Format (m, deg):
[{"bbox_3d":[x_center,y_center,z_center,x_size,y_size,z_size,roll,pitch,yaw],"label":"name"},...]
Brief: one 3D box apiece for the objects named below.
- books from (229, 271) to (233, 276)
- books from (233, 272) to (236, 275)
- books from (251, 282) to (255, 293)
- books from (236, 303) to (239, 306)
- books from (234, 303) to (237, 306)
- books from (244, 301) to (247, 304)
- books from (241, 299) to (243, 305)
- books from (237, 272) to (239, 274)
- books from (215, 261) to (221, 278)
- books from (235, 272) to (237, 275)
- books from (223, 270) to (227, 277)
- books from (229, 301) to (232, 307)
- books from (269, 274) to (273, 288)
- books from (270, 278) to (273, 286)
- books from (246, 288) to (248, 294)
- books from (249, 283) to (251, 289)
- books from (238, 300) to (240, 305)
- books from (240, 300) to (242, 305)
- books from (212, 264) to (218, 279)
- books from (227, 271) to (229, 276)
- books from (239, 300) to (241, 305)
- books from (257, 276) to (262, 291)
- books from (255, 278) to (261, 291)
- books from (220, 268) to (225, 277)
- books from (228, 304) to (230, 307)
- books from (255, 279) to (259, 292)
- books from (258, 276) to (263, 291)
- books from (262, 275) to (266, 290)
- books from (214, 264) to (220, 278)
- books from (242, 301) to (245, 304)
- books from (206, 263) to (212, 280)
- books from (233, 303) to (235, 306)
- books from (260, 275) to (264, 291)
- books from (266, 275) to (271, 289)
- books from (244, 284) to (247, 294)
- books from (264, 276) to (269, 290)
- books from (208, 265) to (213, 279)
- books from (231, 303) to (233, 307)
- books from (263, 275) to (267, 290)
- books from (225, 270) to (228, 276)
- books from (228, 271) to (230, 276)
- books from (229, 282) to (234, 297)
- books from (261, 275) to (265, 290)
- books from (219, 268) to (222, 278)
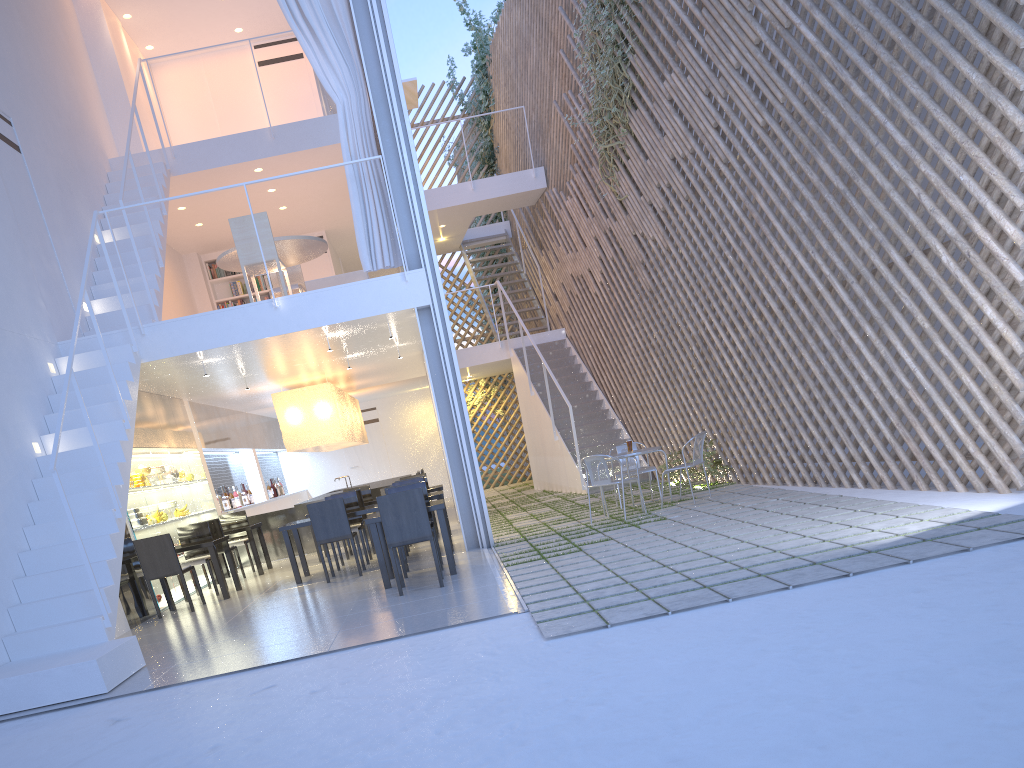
[{"bbox_3d":[-2.543,-1.034,7.397,0.024,0.154,0.078,-12,12,-5],"label":"books"},{"bbox_3d":[-2.505,-1.042,7.400,0.027,0.152,0.073,-12,13,-5],"label":"books"},{"bbox_3d":[-2.352,-0.867,7.471,0.040,0.108,0.058,-12,12,-4],"label":"books"},{"bbox_3d":[-2.479,-0.668,7.504,0.018,0.129,0.079,-12,11,-6],"label":"books"},{"bbox_3d":[-2.500,-0.668,7.509,0.021,0.139,0.065,-12,13,-5],"label":"books"},{"bbox_3d":[-2.415,-0.685,7.510,0.006,0.137,0.067,-12,12,-6],"label":"books"},{"bbox_3d":[-2.439,-0.688,7.500,0.011,0.154,0.080,-12,12,-6],"label":"books"},{"bbox_3d":[-2.471,-1.054,7.395,0.015,0.162,0.081,-12,12,-6],"label":"books"},{"bbox_3d":[-2.628,-1.017,7.394,0.011,0.154,0.080,-12,12,-6],"label":"books"},{"bbox_3d":[-2.483,-1.037,7.398,0.015,0.134,0.083,-12,11,-6],"label":"books"},{"bbox_3d":[-2.582,-1.018,7.393,0.007,0.137,0.089,-12,10,-6],"label":"books"},{"bbox_3d":[-2.540,-0.671,7.497,0.015,0.162,0.081,-12,12,-6],"label":"books"},{"bbox_3d":[-2.209,-0.201,6.051,0.031,1.787,3.380,-9,1,5],"label":"books"},{"bbox_3d":[-2.171,-0.915,7.465,0.006,0.128,0.075,-12,11,-6],"label":"books"},{"bbox_3d":[-2.394,-0.858,7.470,0.040,0.108,0.058,-12,12,-4],"label":"books"},{"bbox_3d":[-2.373,-0.862,7.472,0.040,0.108,0.058,-12,12,-4],"label":"books"},{"bbox_3d":[-2.467,-0.681,7.499,0.010,0.150,0.083,-12,12,-6],"label":"books"},{"bbox_3d":[-2.449,-0.686,7.501,0.008,0.154,0.078,-12,12,-6],"label":"books"},{"bbox_3d":[-2.665,-1.002,7.403,0.021,0.139,0.065,-12,13,-5],"label":"books"},{"bbox_3d":[-2.561,-1.031,7.397,0.024,0.154,0.078,-12,12,-5],"label":"books"},{"bbox_3d":[-2.458,-0.685,7.498,0.009,0.155,0.083,-12,12,-6],"label":"books"},{"bbox_3d":[-2.280,-0.910,7.456,0.011,0.163,0.076,-12,13,-6],"label":"books"},{"bbox_3d":[-2.254,-0.174,6.066,0.031,1.753,3.347,-9,1,3],"label":"books"},{"bbox_3d":[-2.597,-1.013,7.395,0.021,0.131,0.086,-12,10,-6],"label":"books"},{"bbox_3d":[-2.552,-0.655,7.500,0.015,0.134,0.083,-12,11,-6],"label":"books"},{"bbox_3d":[-2.251,-0.194,6.020,0.124,1.724,3.425,-10,1,3],"label":"books"},{"bbox_3d":[-2.226,-0.192,6.065,0.023,1.779,3.340,-9,1,3],"label":"books"},{"bbox_3d":[-2.236,-0.909,7.454,0.008,0.143,0.089,-12,11,-6],"label":"books"},{"bbox_3d":[-2.644,-1.006,7.403,0.021,0.139,0.065,-12,13,-5],"label":"books"},{"bbox_3d":[-2.424,-0.681,7.501,0.015,0.132,0.086,-12,10,-6],"label":"books"},{"bbox_3d":[-2.711,-0.999,7.392,0.015,0.151,0.082,-12,12,-6],"label":"books"},{"bbox_3d":[-2.513,-0.665,7.497,0.007,0.137,0.089,-12,10,-6],"label":"books"},{"bbox_3d":[-2.233,-0.189,6.065,0.024,1.775,3.344,-9,1,4],"label":"books"},{"bbox_3d":[-2.197,-0.223,6.040,0.029,1.691,3.387,-9,1,4],"label":"books"},{"bbox_3d":[-2.416,-0.854,7.471,0.040,0.108,0.058,-12,12,-4],"label":"books"},{"bbox_3d":[-2.191,-0.205,6.037,0.035,1.725,3.401,-9,1,4],"label":"books"},{"bbox_3d":[-2.698,-0.992,7.392,0.006,0.131,0.089,-12,10,-6],"label":"books"},{"bbox_3d":[-2.527,-0.662,7.497,0.005,0.137,0.089,-12,10,-6],"label":"books"},{"bbox_3d":[-2.231,-0.184,6.059,0.025,1.762,3.365,-9,1,5],"label":"books"},{"bbox_3d":[-2.570,-1.029,7.396,0.024,0.154,0.078,-12,12,-5],"label":"books"},{"bbox_3d":[-2.552,-1.032,7.397,0.024,0.154,0.078,-12,12,-5],"label":"books"},{"bbox_3d":[-2.365,-0.161,6.041,0.040,1.753,3.364,-11,1,-2],"label":"books"},{"bbox_3d":[-2.223,-0.193,6.065,0.023,1.780,3.342,-9,1,4],"label":"books"},{"bbox_3d":[-2.617,-1.024,7.395,0.011,0.163,0.076,-12,13,-6],"label":"books"}]
